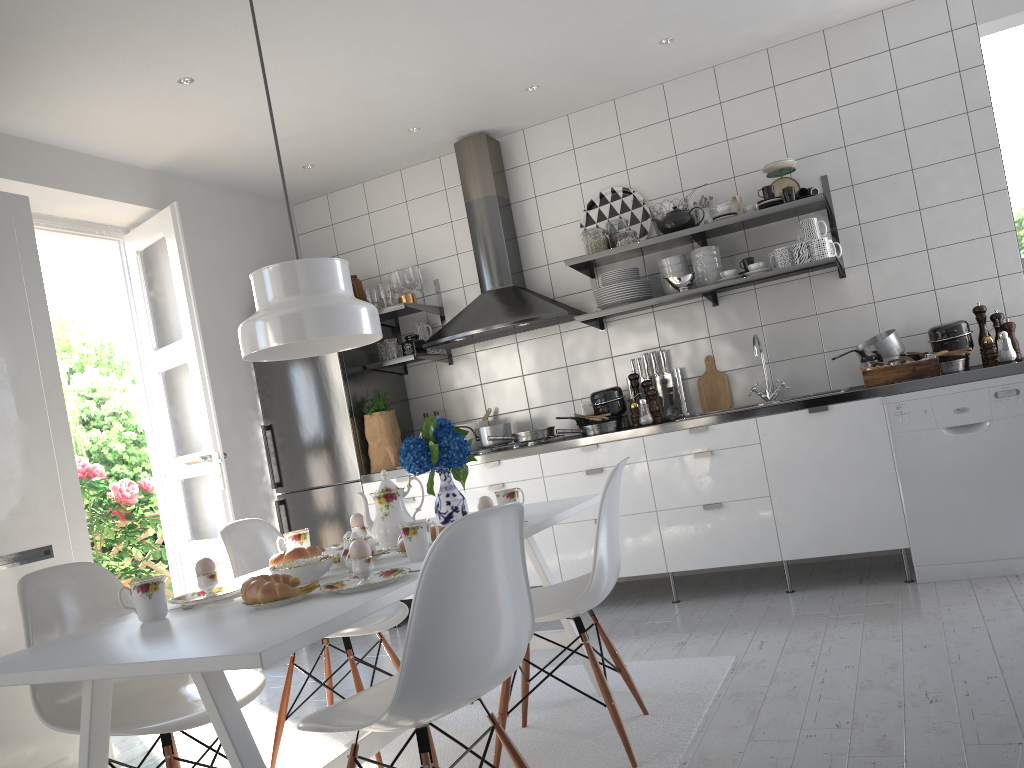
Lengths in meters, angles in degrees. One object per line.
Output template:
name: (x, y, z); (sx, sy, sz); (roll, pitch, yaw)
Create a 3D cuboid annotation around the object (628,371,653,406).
object: (0.671, 0.065, 4.527); (0.124, 0.282, 0.060); (-11, -1, 28)

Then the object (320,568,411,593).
object: (-0.318, 0.433, 1.935); (0.201, 0.016, 0.200); (-13, -4, 38)

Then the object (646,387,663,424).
object: (0.711, 0.104, 4.445); (0.058, 0.184, 0.059); (-10, -1, -38)

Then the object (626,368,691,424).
object: (0.768, 0.070, 4.688); (0.322, 0.260, 0.066); (-11, -1, 24)

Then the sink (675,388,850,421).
sink: (1.196, 0.148, 4.186); (0.767, 0.111, 0.486); (-12, -3, 23)

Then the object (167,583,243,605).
object: (-0.748, 0.524, 2.196); (0.200, 0.016, 0.201); (-9, -3, -22)

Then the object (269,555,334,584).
object: (-0.517, 0.460, 2.191); (0.158, 0.058, 0.158); (-11, -3, 13)

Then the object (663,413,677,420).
object: (0.815, 0.168, 4.557); (0.072, 0.031, 0.070); (-11, -3, 23)

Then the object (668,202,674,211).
object: (0.847, -0.839, 4.588); (0.025, 0.227, 0.086); (-10, -1, -8)

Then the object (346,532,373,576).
object: (-0.374, 0.410, 2.151); (0.069, 0.102, 0.065); (-11, -1, 23)

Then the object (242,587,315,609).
object: (-0.503, 0.466, 1.919); (0.158, 0.016, 0.158); (-10, -3, -7)

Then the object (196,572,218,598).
object: (-0.752, 0.498, 2.196); (0.048, 0.057, 0.048); (-10, -2, -26)

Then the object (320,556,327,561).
object: (-0.471, 0.432, 2.161); (0.031, 0.032, 0.138); (-10, -3, -22)

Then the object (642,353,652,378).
object: (0.718, -0.099, 4.698); (0.033, 0.132, 0.022); (-11, -1, 28)

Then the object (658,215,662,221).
object: (0.784, -0.806, 4.584); (0.023, 0.186, 0.080); (-10, -1, -3)

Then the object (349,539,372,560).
object: (-0.331, 0.370, 1.936); (0.048, 0.063, 0.048); (-11, -2, 27)

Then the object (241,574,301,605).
object: (-0.525, 0.440, 1.924); (0.124, 0.057, 0.161); (-10, -3, -12)

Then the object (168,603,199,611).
object: (-0.794, 0.530, 2.093); (0.140, 0.011, 0.032); (-11, -3, 20)

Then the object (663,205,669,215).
object: (0.819, -0.830, 4.586); (0.028, 0.220, 0.100); (-10, -1, -5)

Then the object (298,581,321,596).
object: (-0.471, 0.451, 1.919); (0.109, 0.036, 0.070); (-10, -2, -18)

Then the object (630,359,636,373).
object: (0.653, -0.076, 4.728); (0.028, 0.114, 0.019); (-11, -1, 19)

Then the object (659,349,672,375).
object: (0.807, -0.117, 4.657); (0.046, 0.132, 0.022); (-11, -1, 27)

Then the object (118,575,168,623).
object: (-0.822, 0.488, 2.000); (0.091, 0.095, 0.078); (-11, -1, 10)

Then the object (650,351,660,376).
object: (0.756, -0.107, 4.680); (0.033, 0.132, 0.022); (-11, -1, 28)

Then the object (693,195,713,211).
object: (0.977, -0.859, 4.478); (0.105, 0.203, 0.077); (-11, -1, 21)

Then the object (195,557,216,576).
object: (-0.759, 0.461, 2.196); (0.048, 0.063, 0.048); (-11, -2, 27)

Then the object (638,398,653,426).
object: (0.658, 0.136, 4.397); (0.069, 0.135, 0.069); (-10, -1, 3)

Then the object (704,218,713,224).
object: (0.982, -0.782, 4.339); (0.079, 0.047, 0.082); (-10, -2, -2)

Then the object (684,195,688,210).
object: (0.877, -0.847, 4.538); (0.086, 0.226, 0.027); (-10, -1, 7)

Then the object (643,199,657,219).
object: (0.741, -0.832, 4.522); (0.114, 0.250, 0.021); (-11, -1, 28)

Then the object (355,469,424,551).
object: (-0.345, 0.359, 2.560); (0.150, 0.230, 0.140); (-11, -2, 41)

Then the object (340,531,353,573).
object: (-0.399, 0.417, 2.213); (0.069, 0.102, 0.065); (-11, -1, 23)

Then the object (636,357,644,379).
object: (0.684, -0.083, 4.714); (0.028, 0.114, 0.019); (-11, -1, 19)

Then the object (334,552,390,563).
object: (-0.404, 0.452, 2.292); (0.180, 0.001, 0.022); (-10, -3, -2)

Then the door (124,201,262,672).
door: (-1.649, 0.302, 4.513); (0.604, 2.325, 0.156); (-11, -1, 43)

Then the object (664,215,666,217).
object: (0.798, -0.800, 4.563); (0.022, 0.167, 0.125); (-10, -1, 9)

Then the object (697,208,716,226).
object: (0.987, -0.818, 4.464); (0.084, 0.130, 0.084); (-10, -1, 2)

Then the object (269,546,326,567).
object: (-0.593, 0.479, 2.451); (0.160, 0.057, 0.124); (-10, -2, -12)

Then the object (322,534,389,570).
object: (-0.435, 0.440, 2.359); (0.187, 0.083, 0.140); (-11, -2, 23)

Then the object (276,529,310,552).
object: (-0.636, 0.485, 2.627); (0.078, 0.095, 0.091); (-11, -2, 22)

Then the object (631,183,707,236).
object: (0.824, -0.861, 4.534); (0.378, 0.279, 0.198); (-11, -1, 6)

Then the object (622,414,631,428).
object: (0.594, 0.196, 4.690); (0.066, 0.067, 0.053); (-10, -1, -16)

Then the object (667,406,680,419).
object: (0.844, 0.147, 4.616); (0.070, 0.068, 0.029); (-11, -1, 28)

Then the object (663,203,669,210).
object: (0.819, -0.836, 4.607); (0.029, 0.232, 0.063); (-11, -1, 11)

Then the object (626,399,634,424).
object: (0.676, 0.139, 4.629); (0.115, 0.144, 0.128); (-10, -2, -28)

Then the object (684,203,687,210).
object: (0.863, -0.823, 4.499); (0.090, 0.181, 0.023); (-10, -1, -4)
